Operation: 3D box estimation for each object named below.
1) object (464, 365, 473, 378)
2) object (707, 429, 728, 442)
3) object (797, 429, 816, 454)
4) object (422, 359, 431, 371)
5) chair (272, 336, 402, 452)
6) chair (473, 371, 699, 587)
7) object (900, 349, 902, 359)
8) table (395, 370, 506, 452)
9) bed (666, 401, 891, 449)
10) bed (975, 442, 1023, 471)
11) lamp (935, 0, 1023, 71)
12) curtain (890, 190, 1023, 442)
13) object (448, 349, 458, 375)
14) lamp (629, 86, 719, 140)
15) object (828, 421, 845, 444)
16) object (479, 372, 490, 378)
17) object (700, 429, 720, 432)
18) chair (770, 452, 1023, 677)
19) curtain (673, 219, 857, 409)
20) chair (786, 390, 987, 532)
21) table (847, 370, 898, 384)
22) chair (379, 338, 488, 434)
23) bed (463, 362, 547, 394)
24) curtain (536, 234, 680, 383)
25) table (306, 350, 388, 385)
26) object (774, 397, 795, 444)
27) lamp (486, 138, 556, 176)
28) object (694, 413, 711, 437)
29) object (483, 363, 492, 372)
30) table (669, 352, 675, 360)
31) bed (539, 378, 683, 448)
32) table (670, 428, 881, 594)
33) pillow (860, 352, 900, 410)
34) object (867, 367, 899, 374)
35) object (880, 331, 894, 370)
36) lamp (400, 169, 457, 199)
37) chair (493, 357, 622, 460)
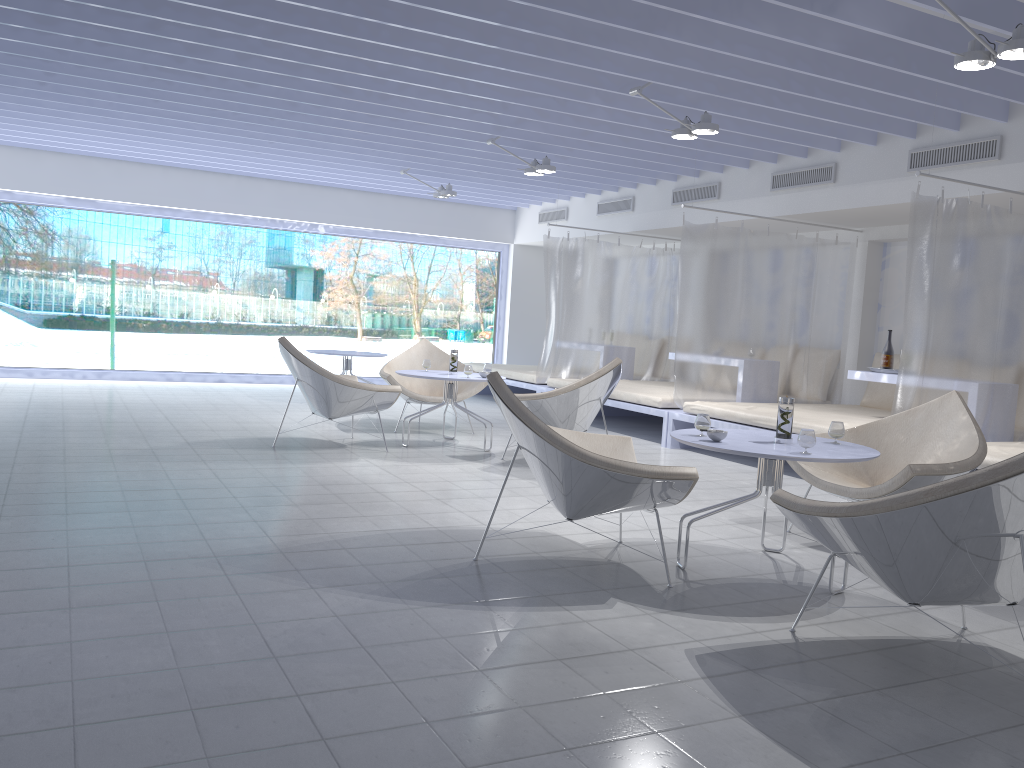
[{"bbox_3d":[-0.312,-0.089,6.331,0.068,0.091,0.068,4,4,1],"label":"object"},{"bbox_3d":[0.815,0.207,3.529,0.082,0.043,0.082,2,5,-26],"label":"object"},{"bbox_3d":[1.105,0.215,3.325,0.068,0.091,0.068,0,5,-37],"label":"object"},{"bbox_3d":[-0.653,-0.143,6.786,0.068,0.091,0.068,3,4,-5],"label":"object"},{"bbox_3d":[-1.297,0.057,6.233,0.753,0.759,0.906,1,5,-32],"label":"chair"},{"bbox_3d":[0.238,0.343,3.586,0.753,0.759,0.906,3,4,-10],"label":"chair"},{"bbox_3d":[2.867,-0.165,6.508,0.059,0.174,0.059,6,5,31],"label":"object"},{"bbox_3d":[-0.471,0.195,6.619,0.825,0.534,0.823,1,5,-36],"label":"table"},{"bbox_3d":[2.679,0.439,6.764,2.022,0.422,2.200,2,5,-27],"label":"bed"},{"bbox_3d":[3.667,0.639,4.798,2.016,0.427,2.200,2,5,-27],"label":"bed"},{"bbox_3d":[1.955,-1.540,3.802,0.587,0.218,0.380,2,5,-27],"label":"lamp"},{"bbox_3d":[3.176,-0.352,5.693,2.050,1.552,0.151,2,5,-27],"label":"curtain"},{"bbox_3d":[-0.436,-0.167,6.626,0.075,0.189,0.075,1,5,-35],"label":"object"},{"bbox_3d":[1.007,-1.732,5.654,0.587,0.218,0.380,2,5,-27],"label":"lamp"},{"bbox_3d":[1.360,0.203,3.716,0.068,0.091,0.068,0,5,-37],"label":"object"},{"bbox_3d":[-0.200,-0.065,6.438,0.082,0.043,0.082,6,5,31],"label":"object"},{"bbox_3d":[0.786,0.186,3.517,0.098,0.016,0.012,1,5,-28],"label":"object"},{"bbox_3d":[1.340,0.479,2.645,0.906,0.759,0.753,3,4,-13],"label":"chair"},{"bbox_3d":[2.213,-0.533,7.663,1.998,1.559,0.125,1,5,-29],"label":"curtain"},{"bbox_3d":[1.836,0.398,4.222,0.753,0.759,0.906,2,4,-23],"label":"chair"},{"bbox_3d":[2.927,0.174,6.281,0.416,0.450,1.065,2,5,-27],"label":"table"},{"bbox_3d":[-0.705,-0.003,7.591,0.906,0.759,0.753,2,4,-17],"label":"chair"},{"bbox_3d":[0.676,0.032,10.679,2.022,0.422,2.200,2,5,-27],"label":"bed"},{"bbox_3d":[1.173,-0.759,9.610,2.050,1.552,0.151,2,5,-27],"label":"curtain"},{"bbox_3d":[-1.690,-0.056,9.043,0.825,0.534,0.823,5,4,20],"label":"table"},{"bbox_3d":[1.114,0.148,3.620,0.075,0.185,0.075,6,5,26],"label":"object"},{"bbox_3d":[0.060,-1.924,7.507,0.587,0.218,0.380,2,5,-27],"label":"lamp"},{"bbox_3d":[0.791,0.170,3.680,0.068,0.091,0.068,0,5,-37],"label":"object"},{"bbox_3d":[-0.186,-0.114,6.789,0.068,0.091,0.068,1,5,-35],"label":"object"},{"bbox_3d":[1.932,-0.028,8.228,0.416,0.450,1.065,2,5,-27],"label":"table"},{"bbox_3d":[1.664,0.233,8.713,2.016,0.427,2.200,2,5,-27],"label":"bed"},{"bbox_3d":[1.047,0.503,3.648,0.823,0.534,0.825,7,5,40],"label":"table"},{"bbox_3d":[3.280,-0.010,7.674,0.230,0.521,0.524,2,5,-25],"label":"pillow"},{"bbox_3d":[2.809,-0.094,6.538,0.275,0.031,0.429,2,5,-26],"label":"object"},{"bbox_3d":[2.798,-0.249,6.595,0.092,0.302,0.092,6,5,30],"label":"object"},{"bbox_3d":[-0.897,-2.119,9.377,0.587,0.218,0.380,2,5,-27],"label":"lamp"},{"bbox_3d":[0.414,0.166,6.205,0.753,0.759,0.906,6,5,33],"label":"chair"}]
